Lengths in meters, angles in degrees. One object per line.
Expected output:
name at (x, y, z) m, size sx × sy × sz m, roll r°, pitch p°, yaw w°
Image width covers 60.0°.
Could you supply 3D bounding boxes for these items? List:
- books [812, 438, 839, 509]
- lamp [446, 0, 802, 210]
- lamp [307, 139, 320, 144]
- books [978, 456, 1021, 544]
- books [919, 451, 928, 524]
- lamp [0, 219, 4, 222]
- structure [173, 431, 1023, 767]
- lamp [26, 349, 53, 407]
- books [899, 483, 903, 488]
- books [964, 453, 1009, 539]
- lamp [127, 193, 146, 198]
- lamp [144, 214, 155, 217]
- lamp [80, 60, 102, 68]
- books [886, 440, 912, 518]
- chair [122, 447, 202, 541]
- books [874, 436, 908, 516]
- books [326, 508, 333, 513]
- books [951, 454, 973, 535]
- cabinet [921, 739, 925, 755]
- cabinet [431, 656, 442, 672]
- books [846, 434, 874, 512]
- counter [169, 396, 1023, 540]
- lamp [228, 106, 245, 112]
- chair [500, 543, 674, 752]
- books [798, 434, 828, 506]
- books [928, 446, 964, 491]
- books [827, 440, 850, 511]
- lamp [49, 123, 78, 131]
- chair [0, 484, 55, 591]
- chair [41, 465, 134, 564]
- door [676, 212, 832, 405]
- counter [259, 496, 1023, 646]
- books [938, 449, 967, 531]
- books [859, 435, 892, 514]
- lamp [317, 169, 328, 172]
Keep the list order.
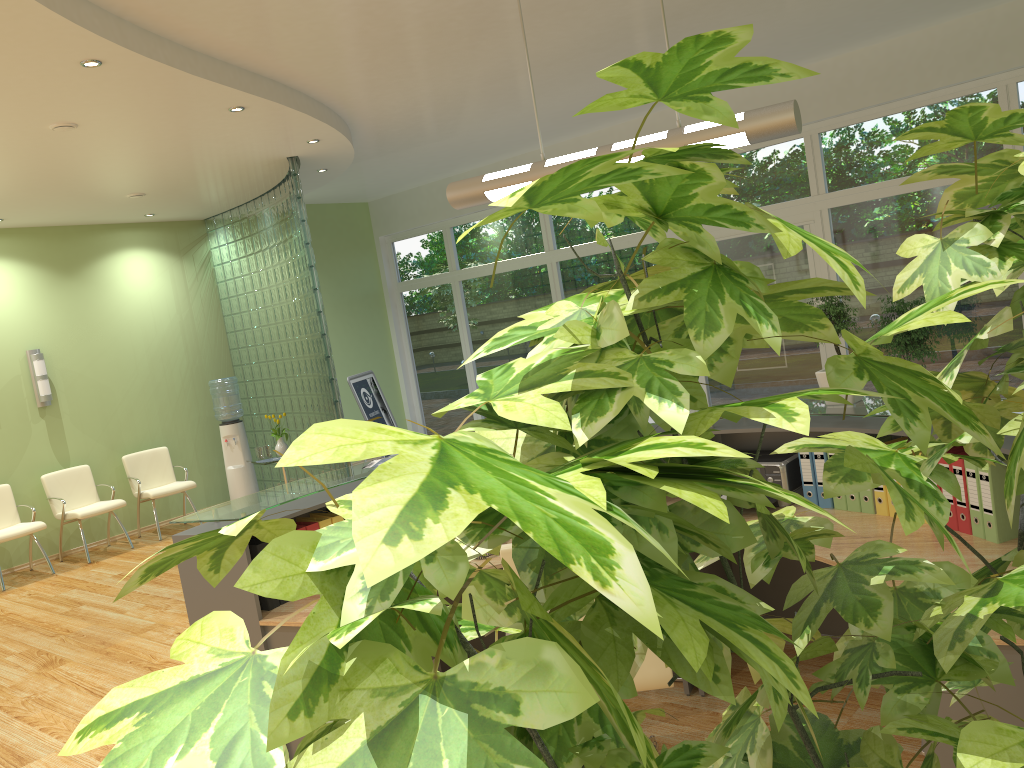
books at (1.407, 0.384, 3.920) m, size 0.062 × 0.282 × 0.233 m, roll -5°, pitch 7°, yaw 38°
lamp at (0.313, -1.463, 3.550) m, size 1.470 × 1.249 × 0.197 m, roll -7°, pitch 6°, yaw 27°
lamp at (-1.603, -1.955, 7.152) m, size 0.105 × 0.011 × 0.105 m, roll -13°, pitch 6°, yaw -32°
books at (1.773, 0.397, 3.116) m, size 0.231 × 0.282 × 0.063 m, roll -10°, pitch 5°, yaw -6°
books at (1.667, 0.381, 3.488) m, size 0.233 × 0.282 × 0.062 m, roll -13°, pitch 6°, yaw -33°
lamp at (-4.832, -1.534, 8.328) m, size 0.105 × 0.011 × 0.105 m, roll -7°, pitch 6°, yaw 23°
structure at (0.685, 0.840, 3.752) m, size 3.673 × 1.049 × 1.837 m, roll -7°, pitch 6°, yaw 27°
lamp at (-4.740, -0.062, 8.916) m, size 0.142 × 0.580 × 0.134 m, roll -5°, pitch 7°, yaw 42°
books at (1.639, 0.380, 3.551) m, size 0.233 × 0.282 × 0.062 m, roll -13°, pitch 6°, yaw -33°
books at (1.762, 0.393, 3.185) m, size 0.231 × 0.282 × 0.063 m, roll -10°, pitch 5°, yaw -7°
lamp at (-3.485, -1.739, 8.228) m, size 0.167 × 0.024 × 0.167 m, roll -7°, pitch 6°, yaw 25°
lamp at (-3.856, -1.795, 9.436) m, size 0.105 × 0.011 × 0.105 m, roll -7°, pitch 6°, yaw 23°
lamp at (-2.138, -1.626, 4.506) m, size 0.105 × 0.011 × 0.105 m, roll -9°, pitch 5°, yaw 0°
books at (1.622, 0.378, 3.597) m, size 0.231 × 0.282 × 0.063 m, roll -12°, pitch 6°, yaw -24°
chair at (-3.694, 1.138, 9.380) m, size 0.536 × 0.881 × 0.650 m, roll -14°, pitch 7°, yaw -43°
books at (1.590, 0.378, 3.660) m, size 0.231 × 0.282 × 0.063 m, roll -12°, pitch 6°, yaw -24°
books at (-0.789, 0.725, 4.118) m, size 0.233 × 0.282 × 0.062 m, roll -5°, pitch 7°, yaw 41°
books at (1.738, 0.388, 3.280) m, size 0.233 × 0.282 × 0.062 m, roll -12°, pitch 6°, yaw -23°
cabinet at (1.493, 0.999, 2.665) m, size 0.502 × 0.692 × 0.463 m, roll -7°, pitch 6°, yaw 27°
cabinet at (-0.613, 1.243, 3.768) m, size 0.502 × 0.692 × 0.463 m, roll -7°, pitch 6°, yaw 27°
books at (1.496, 0.380, 3.805) m, size 0.062 × 0.282 × 0.233 m, roll -4°, pitch 7°, yaw 43°
counter at (0.594, 0.286, 3.701) m, size 3.674 × 0.078 × 1.837 m, roll -7°, pitch 6°, yaw 27°
lamp at (-1.805, -1.800, 5.816) m, size 0.105 × 0.011 × 0.105 m, roll -8°, pitch 5°, yaw 12°
chair at (0.305, 0.966, 3.163) m, size 0.584 × 1.048 × 0.652 m, roll -9°, pitch 5°, yaw 5°
books at (1.361, 0.387, 3.971) m, size 0.062 × 0.282 × 0.233 m, roll -5°, pitch 7°, yaw 38°
books at (1.705, 0.383, 3.394) m, size 0.231 × 0.282 × 0.063 m, roll -11°, pitch 5°, yaw -14°
books at (1.458, 0.381, 3.860) m, size 0.062 × 0.282 × 0.233 m, roll -4°, pitch 7°, yaw 43°
lamp at (-2.813, -1.606, 5.568) m, size 0.167 × 0.024 × 0.167 m, roll -10°, pitch 5°, yaw -8°
chair at (10.323, -1.091, 8.090) m, size 31.281 × 0.986 × 0.752 m, roll -9°, pitch 5°, yaw 1°
chair at (10.585, -1.162, 8.395) m, size 30.806 × 0.986 × 0.748 m, roll -9°, pitch 5°, yaw 2°
door at (2.492, -0.512, 9.013) m, size 1.500 × 2.200 × 0.218 m, roll -5°, pitch 7°, yaw 42°
counter at (0.634, 0.684, 3.686) m, size 3.444 × 0.018 × 1.723 m, roll -7°, pitch 6°, yaw 27°
books at (1.727, 0.386, 3.328) m, size 0.231 × 0.282 × 0.063 m, roll -11°, pitch 5°, yaw -14°
books at (1.554, 0.378, 3.722) m, size 0.231 × 0.282 × 0.063 m, roll -12°, pitch 6°, yaw -27°
lamp at (-1.817, -2.042, 8.487) m, size 0.105 × 0.011 × 0.105 m, roll -12°, pitch 6°, yaw -31°
